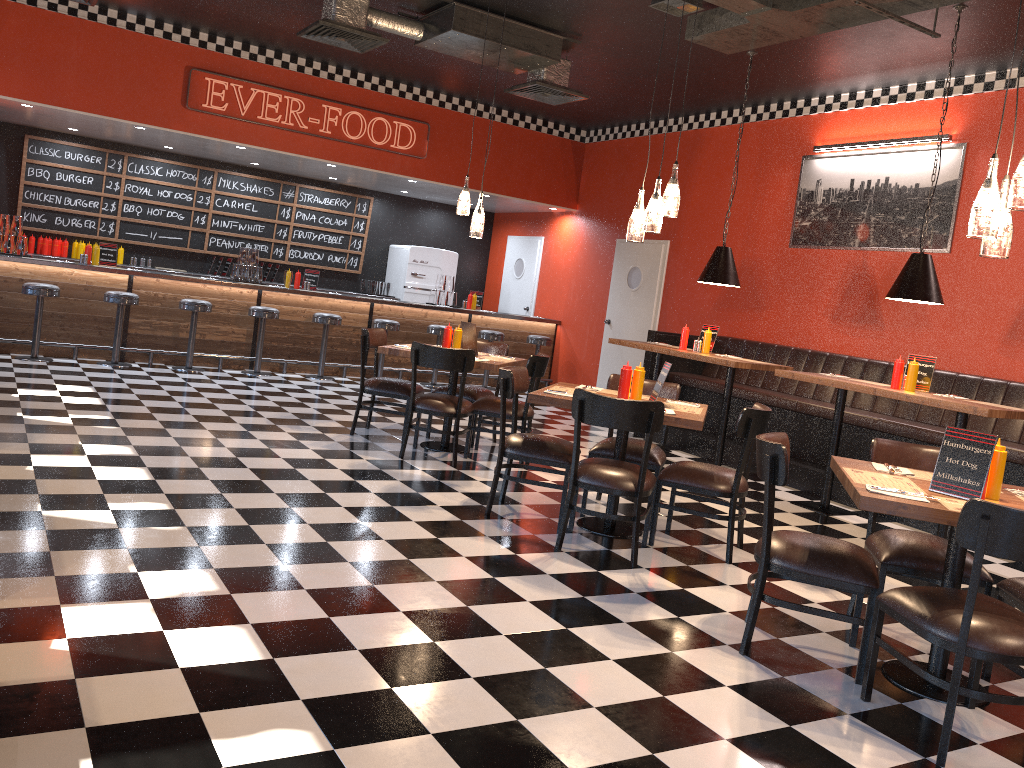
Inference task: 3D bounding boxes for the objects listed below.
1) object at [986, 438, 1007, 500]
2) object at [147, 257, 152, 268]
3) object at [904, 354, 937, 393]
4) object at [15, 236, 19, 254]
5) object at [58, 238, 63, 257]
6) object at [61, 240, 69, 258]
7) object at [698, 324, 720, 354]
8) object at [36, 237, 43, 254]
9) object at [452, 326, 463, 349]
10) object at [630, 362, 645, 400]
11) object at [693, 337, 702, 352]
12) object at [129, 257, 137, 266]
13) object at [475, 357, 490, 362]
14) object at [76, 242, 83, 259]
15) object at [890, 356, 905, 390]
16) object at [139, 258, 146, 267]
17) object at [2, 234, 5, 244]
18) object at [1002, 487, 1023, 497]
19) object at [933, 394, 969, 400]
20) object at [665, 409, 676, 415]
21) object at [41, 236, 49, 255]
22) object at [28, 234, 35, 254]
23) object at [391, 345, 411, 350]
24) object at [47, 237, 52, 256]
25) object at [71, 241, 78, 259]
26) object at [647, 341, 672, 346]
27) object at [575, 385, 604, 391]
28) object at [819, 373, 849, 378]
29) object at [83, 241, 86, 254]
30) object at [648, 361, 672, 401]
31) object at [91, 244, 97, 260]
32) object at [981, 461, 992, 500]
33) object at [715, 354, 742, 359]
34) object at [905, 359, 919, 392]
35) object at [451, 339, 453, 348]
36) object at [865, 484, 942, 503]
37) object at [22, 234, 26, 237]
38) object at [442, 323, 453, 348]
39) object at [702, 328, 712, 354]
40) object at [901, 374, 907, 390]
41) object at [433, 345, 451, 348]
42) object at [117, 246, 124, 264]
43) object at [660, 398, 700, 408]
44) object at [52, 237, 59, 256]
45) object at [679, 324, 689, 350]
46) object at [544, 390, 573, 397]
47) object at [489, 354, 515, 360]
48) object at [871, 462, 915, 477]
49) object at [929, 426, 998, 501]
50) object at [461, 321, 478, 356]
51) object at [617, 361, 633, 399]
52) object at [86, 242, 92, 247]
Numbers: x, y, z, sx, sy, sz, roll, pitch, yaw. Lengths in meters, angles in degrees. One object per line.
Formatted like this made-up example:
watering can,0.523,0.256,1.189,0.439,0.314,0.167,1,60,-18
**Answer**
object,1.866,0.326,3.426,0.068,0.237,0.068,6,4,-26
object,-4.789,-1.605,11.700,0.046,0.135,0.094,5,5,-36
object,2.918,-0.078,6.354,0.189,0.256,0.072,11,5,38
object,-5.265,-1.478,9.497,0.106,0.208,0.105,11,5,43
object,-5.725,-1.731,11.205,0.068,0.237,0.068,6,4,-30
object,-5.638,-1.717,11.177,0.068,0.237,0.068,6,4,-29
object,1.805,-0.419,8.187,0.072,0.256,0.189,5,5,-40
object,-5.899,-1.741,11.078,0.068,0.237,0.068,6,4,-29
object,-0.430,-0.351,6.957,0.068,0.237,0.068,7,4,-17
object,0.740,-0.011,5.204,0.068,0.237,0.068,6,4,-26
object,1.696,-0.360,8.088,0.046,0.135,0.094,5,5,-40
object,-4.967,-1.622,11.631,0.094,0.135,0.047,8,4,4
object,-0.258,-0.192,6.723,0.158,0.019,0.255,9,6,14
object,-5.471,-1.699,11.221,0.068,0.237,0.068,10,4,35
object,2.716,-0.082,6.231,0.068,0.237,0.068,7,4,-11
object,-4.875,-1.616,11.696,0.047,0.135,0.094,9,4,13
object,-6.090,-1.704,10.608,0.106,0.208,0.105,11,5,43
object,2.146,0.451,3.652,0.255,0.019,0.158,8,6,7
object,3.025,0.081,6.123,0.254,0.019,0.158,4,7,-34
object,0.828,0.141,4.932,0.157,0.019,0.256,8,6,6
object,-5.811,-1.725,11.032,0.068,0.237,0.068,10,4,36
object,-5.959,-1.740,10.992,0.068,0.237,0.068,7,4,-15
object,-0.807,-0.286,6.922,0.255,0.019,0.157,9,6,17
object,-5.815,-1.735,11.124,0.068,0.237,0.068,6,4,-29
object,-5.553,-1.714,11.262,0.068,0.237,0.068,10,4,36
object,1.434,-0.402,8.711,0.254,0.019,0.158,4,7,-34
object,0.491,0.023,5.629,0.158,0.019,0.255,9,6,16
object,2.513,-0.072,6.935,0.254,0.019,0.158,4,7,-34
object,-5.486,-1.712,11.321,0.068,0.237,0.068,6,4,-29
object,0.868,-0.003,5.202,0.072,0.256,0.189,8,4,-2
object,-5.368,-1.705,11.406,0.068,0.237,0.068,10,4,35
object,1.786,0.320,3.379,0.068,0.237,0.068,6,4,-26
object,1.916,-0.252,7.888,0.254,0.019,0.158,4,7,-34
object,2.796,-0.067,6.185,0.068,0.237,0.068,6,4,-22
object,-0.449,-0.313,7.076,0.046,0.135,0.094,4,5,-41
object,1.432,0.398,3.244,0.255,0.019,0.158,9,6,16
object,-6.035,-1.745,10.940,0.068,0.237,0.068,10,4,36
object,-0.510,-0.367,7.004,0.068,0.237,0.068,8,4,11
object,1.759,-0.394,7.983,0.068,0.237,0.068,10,4,33
object,2.777,-0.029,6.304,0.046,0.135,0.094,4,5,-41
object,-0.613,-0.317,7.462,0.158,0.019,0.255,9,6,16
object,-5.099,-1.684,11.548,0.068,0.237,0.068,6,4,-29
object,1.031,0.113,5.453,0.255,0.019,0.158,9,6,15
object,-5.724,-1.721,11.105,0.068,0.237,0.068,6,4,-29
object,1.581,-0.431,8.114,0.068,0.237,0.068,10,4,33
object,0.314,0.054,5.101,0.255,0.019,0.158,9,6,13
object,-0.103,-0.226,7.247,0.255,0.019,0.158,8,6,8
object,1.644,0.366,3.817,0.158,0.019,0.255,9,6,15
object,1.708,0.302,3.356,0.072,0.256,0.189,4,5,-41
object,-0.341,-0.365,7.117,0.072,0.256,0.189,4,5,-41
object,0.660,-0.017,5.157,0.068,0.237,0.068,6,4,-26
object,-5.412,-1.702,11.325,0.068,0.237,0.068,5,4,-33
